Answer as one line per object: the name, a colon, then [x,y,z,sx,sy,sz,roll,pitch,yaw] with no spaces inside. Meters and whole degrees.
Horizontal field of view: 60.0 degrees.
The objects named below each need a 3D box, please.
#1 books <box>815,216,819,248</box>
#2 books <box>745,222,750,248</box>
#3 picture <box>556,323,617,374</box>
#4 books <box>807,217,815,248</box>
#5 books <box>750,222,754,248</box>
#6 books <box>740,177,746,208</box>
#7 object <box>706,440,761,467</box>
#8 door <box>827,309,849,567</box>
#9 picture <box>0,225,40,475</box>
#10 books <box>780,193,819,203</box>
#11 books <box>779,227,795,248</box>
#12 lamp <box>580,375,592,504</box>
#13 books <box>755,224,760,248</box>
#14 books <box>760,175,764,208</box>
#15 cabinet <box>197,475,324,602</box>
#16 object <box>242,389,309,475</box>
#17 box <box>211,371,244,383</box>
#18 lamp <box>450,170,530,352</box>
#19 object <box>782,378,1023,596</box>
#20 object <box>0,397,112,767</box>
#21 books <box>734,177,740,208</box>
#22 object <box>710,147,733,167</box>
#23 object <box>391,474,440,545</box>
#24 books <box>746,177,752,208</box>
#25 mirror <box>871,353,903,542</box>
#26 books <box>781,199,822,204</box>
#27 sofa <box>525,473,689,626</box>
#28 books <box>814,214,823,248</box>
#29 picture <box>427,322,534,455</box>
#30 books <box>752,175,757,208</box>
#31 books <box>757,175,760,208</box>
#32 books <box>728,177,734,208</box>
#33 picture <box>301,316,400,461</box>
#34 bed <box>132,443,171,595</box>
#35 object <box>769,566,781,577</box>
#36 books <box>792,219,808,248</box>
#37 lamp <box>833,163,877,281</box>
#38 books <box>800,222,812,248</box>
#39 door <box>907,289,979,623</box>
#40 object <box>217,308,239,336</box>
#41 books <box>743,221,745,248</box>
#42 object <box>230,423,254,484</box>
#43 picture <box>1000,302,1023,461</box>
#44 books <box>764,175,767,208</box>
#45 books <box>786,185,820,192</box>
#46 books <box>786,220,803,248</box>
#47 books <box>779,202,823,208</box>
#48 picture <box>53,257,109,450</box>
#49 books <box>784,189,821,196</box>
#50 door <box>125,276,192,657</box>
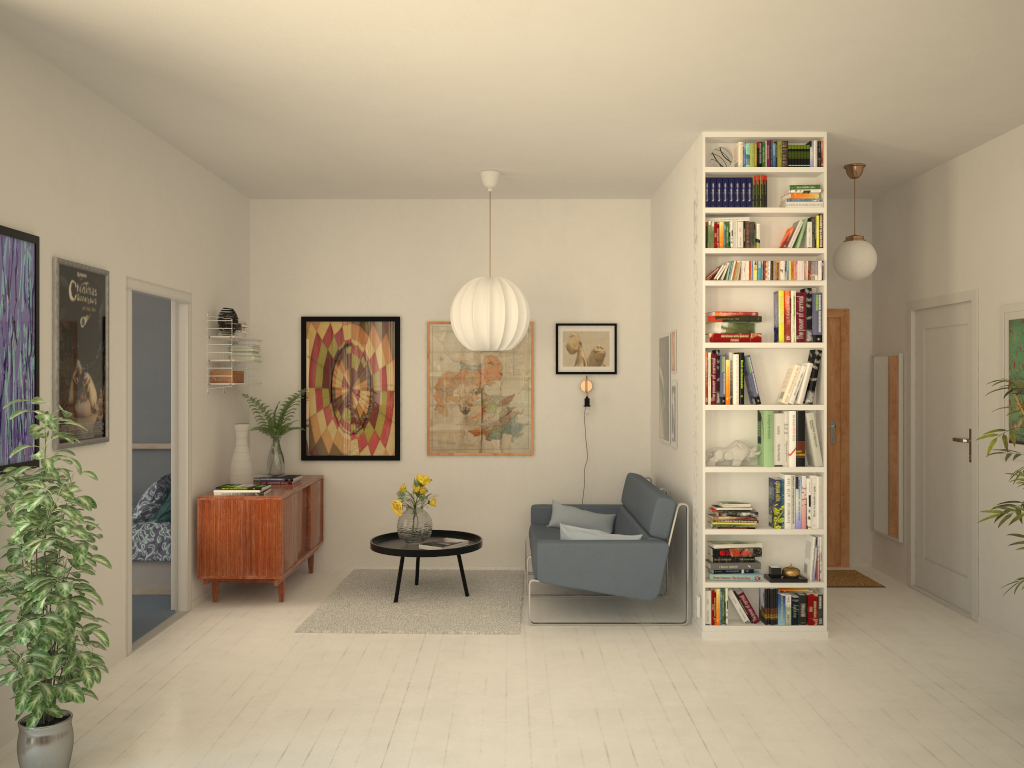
books: [1.755,-0.872,5.191,0.014,0.188,0.218,0,0,0]
books: [1.353,-0.854,5.197,0.024,0.155,0.206,0,0,0]
picture: [0.584,-0.276,6.978,0.481,0.402,0.015,0,0,0]
books: [1.736,-0.872,5.205,0.022,0.187,0.186,0,0,0]
books: [1.376,-0.853,5.164,0.023,0.153,0.176,0,0,0]
books: [1.333,-1.100,5.194,0.034,0.179,0.188,0,0,0]
object: [1.287,0.400,5.154,0.311,0.150,0.137,0,0,8]
door: [2.190,0.425,7.025,0.931,2.033,0.159,0,0,0]
picture: [-2.053,-0.136,3.564,0.018,0.999,0.546,0,0,0]
books: [1.666,-1.081,5.192,0.173,0.030,0.199,0,0,-10]
books: [1.597,-0.843,5.217,0.073,0.129,0.200,0,0,0]
lamp: [0.451,0.640,6.914,0.360,1.416,0.112,0,0,0]
books: [1.415,-0.848,5.183,0.020,0.145,0.189,0,0,0]
books: [1.438,-1.105,5.194,0.020,0.191,0.205,0,0,0]
cabinet: [-1.751,1.083,6.331,0.546,0.727,1.262,0,0,0]
object: [-1.782,0.373,6.775,0.476,0.686,0.398,0,0,2]
box: [-1.977,-0.049,6.164,0.152,0.084,0.266,0,0,0]
lamp: [-0.150,-0.837,6.063,0.536,1.229,0.536,0,0,34]
object: [2.258,0.606,4.305,0.778,1.711,2.088,0,0,-19]
object: [-1.761,0.758,3.305,0.568,1.424,0.514,0,0,43]
books: [1.298,-1.100,5.194,0.034,0.179,0.188,0,0,0]
object: [1.211,-1.307,5.135,0.131,0.131,0.131,0,0,-4]
object: [-0.674,0.858,6.076,0.291,0.471,0.361,0,0,38]
books: [1.368,-1.100,5.194,0.034,0.179,0.188,0,0,0]
mirror: [2.818,0.461,6.671,0.029,1.370,0.500,0,0,0]
books: [1.679,-1.056,5.193,0.200,0.018,0.208,0,0,0]
sofa: [0.581,1.062,6.041,0.964,0.773,1.603,0,0,0]
books: [1.773,-0.878,5.189,0.022,0.198,0.212,0,0,0]
picture: [-0.249,0.036,6.980,0.838,1.052,0.012,0,0,0]
books: [1.398,-1.106,5.205,0.020,0.191,0.205,0,0,0]
books: [1.418,-1.106,5.202,0.020,0.191,0.205,0,0,0]
books: [1.263,-1.100,5.194,0.034,0.179,0.188,0,0,0]
picture: [-1.269,0.036,6.977,0.778,1.134,0.018,0,0,0]
bed: [-3.058,0.955,6.497,1.656,0.974,0.933,0,0,0]
object: [1.528,1.090,5.153,0.058,0.055,0.058,0,0,0]
books: [1.664,-0.863,5.191,0.065,0.168,0.228,0,0,0]
lamp: [2.271,-1.067,5.877,0.275,0.767,0.275,0,0,-6]
books: [1.708,-0.854,5.187,0.030,0.153,0.199,0,0,0]
door: [2.893,0.434,5.874,0.166,2.033,0.955,0,0,0]
object: [-1.953,-0.427,6.097,0.139,0.200,0.139,0,0,44]
books: [1.334,-0.856,5.177,0.013,0.159,0.176,0,0,0]
object: [-1.870,0.498,6.135,0.160,0.445,0.158,0,0,40]
picture: [2.829,-0.012,4.725,0.012,0.877,0.822,0,0,0]
books: [1.459,-1.106,5.205,0.020,0.191,0.205,0,0,0]
books: [1.692,-1.129,5.187,0.169,0.032,0.188,0,0,5]
books: [1.630,-0.861,5.205,0.092,0.165,0.222,0,0,0]
books: [1.677,-1.028,5.195,0.214,0.038,0.222,0,0,0]
picture: [-2.053,-0.138,4.247,0.020,0.869,0.525,0,0,0]
books: [1.683,-1.105,5.170,0.179,0.016,0.208,0,0,5]
door: [-2.496,0.438,5.213,0.882,2.033,0.955,0,0,0]
